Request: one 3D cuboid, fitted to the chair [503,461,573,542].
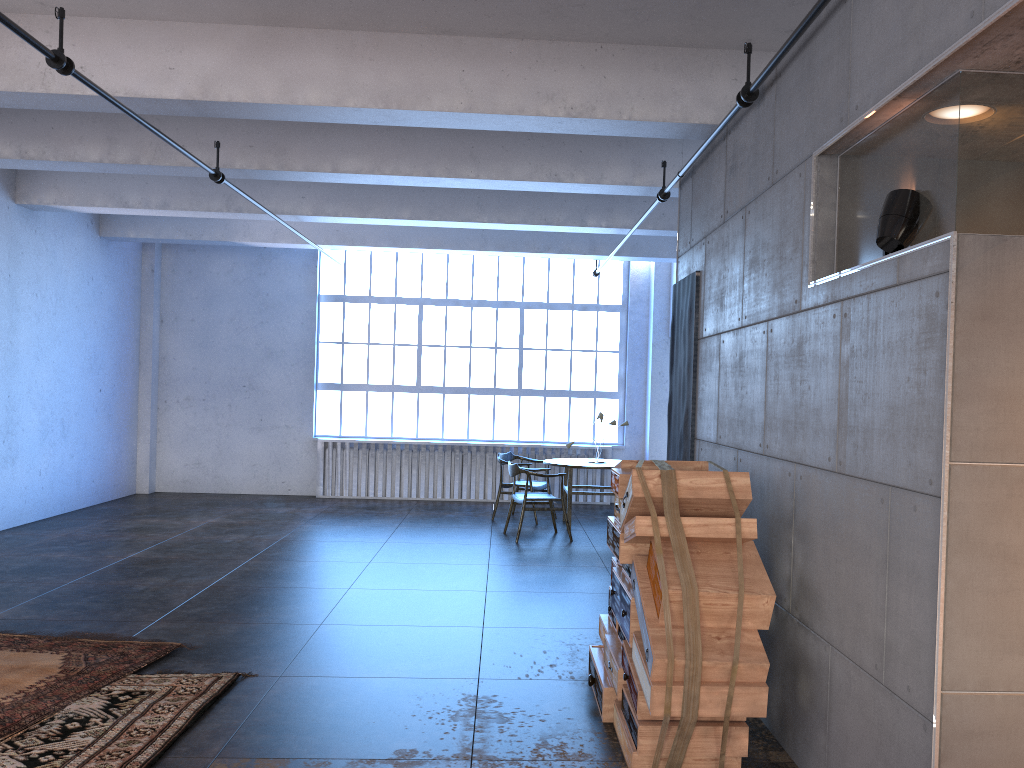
[{"bbox_3d":[0.291,1.313,9.959,0.680,0.864,0.720,2,0,-15],"label":"chair"}]

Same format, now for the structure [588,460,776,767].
[{"bbox_3d":[0.746,1.032,4.416,0.639,1.315,1.910,2,0,-1],"label":"structure"}]

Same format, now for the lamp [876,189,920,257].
[{"bbox_3d":[1.422,-0.577,3.228,0.215,0.259,0.169,2,0,-20],"label":"lamp"}]

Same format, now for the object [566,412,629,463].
[{"bbox_3d":[1.055,0.653,10.933,0.775,0.624,0.239,2,0,0],"label":"object"}]

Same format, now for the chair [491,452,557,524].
[{"bbox_3d":[0.168,1.323,11.357,0.662,0.864,0.739,2,0,25],"label":"chair"}]

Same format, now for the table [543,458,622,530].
[{"bbox_3d":[1.029,1.395,10.954,1.282,0.851,1.338,2,0,42],"label":"table"}]

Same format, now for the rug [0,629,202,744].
[{"bbox_3d":[-3.061,1.542,3.955,1.866,0.048,3.542,2,-1,8],"label":"rug"}]
